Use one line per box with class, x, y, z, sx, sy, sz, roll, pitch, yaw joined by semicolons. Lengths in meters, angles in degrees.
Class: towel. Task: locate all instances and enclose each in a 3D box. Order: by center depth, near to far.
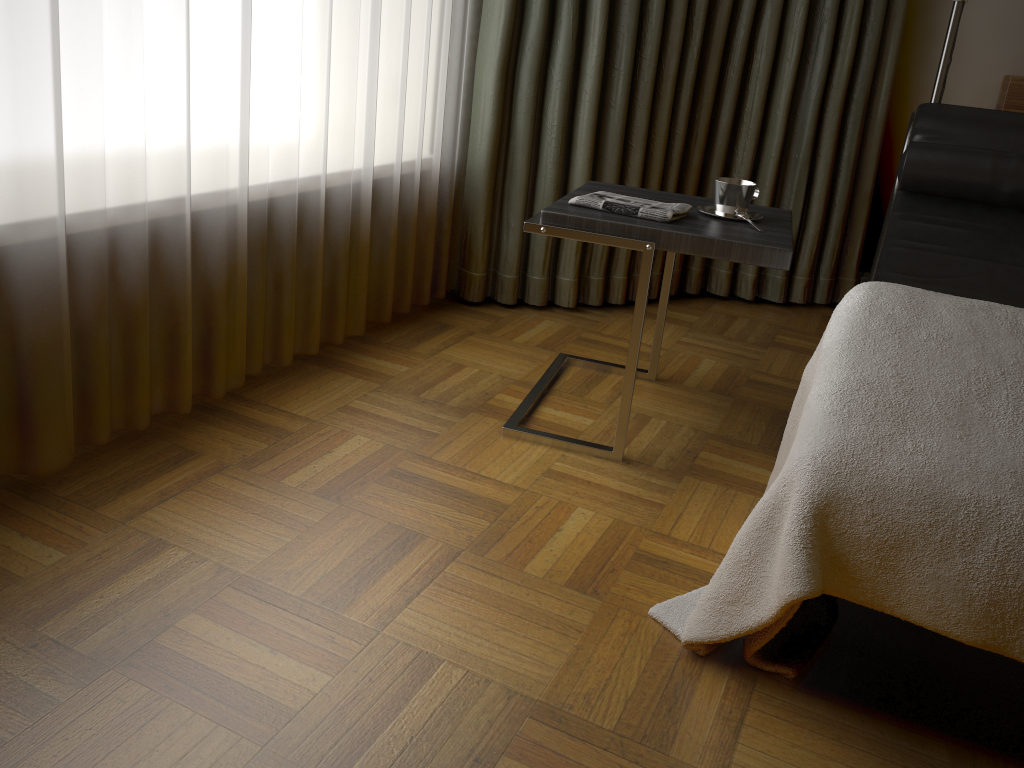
towel;0.268;-0.397;1.968;0.243;0.034;0.182;17;24;25

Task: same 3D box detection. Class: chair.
chair;1.048;-0.137;1.859;0.640;0.776;1.824;14;22;22

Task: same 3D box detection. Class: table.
table;0.376;-0.379;2.033;0.519;0.044;0.511;12;22;14

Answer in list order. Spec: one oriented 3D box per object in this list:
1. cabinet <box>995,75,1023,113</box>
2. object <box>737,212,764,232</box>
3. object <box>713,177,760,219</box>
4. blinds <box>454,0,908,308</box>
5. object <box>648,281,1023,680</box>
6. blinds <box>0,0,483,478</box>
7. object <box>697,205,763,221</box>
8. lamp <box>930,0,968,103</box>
cabinet;2.368;-0.429;2.767;1.687;0.840;0.423;15;20;22
object;0.519;-0.356;1.925;0.029;0.019;0.127;3;22;-7
object;0.504;-0.425;2.016;0.098;0.076;0.113;15;22;23
blinds;0.663;-1.440;2.796;1.533;2.389;0.230;-1;19;-21
object;0.792;0.158;1.447;0.924;0.507;0.927;15;23;22
blinds;-0.537;-1.042;1.647;0.093;2.231;2.239;13;21;22
object;0.498;-0.389;2.021;0.151;0.009;0.152;18;24;27
lamp;1.152;-0.742;1.976;0.456;1.916;1.440;15;21;25
